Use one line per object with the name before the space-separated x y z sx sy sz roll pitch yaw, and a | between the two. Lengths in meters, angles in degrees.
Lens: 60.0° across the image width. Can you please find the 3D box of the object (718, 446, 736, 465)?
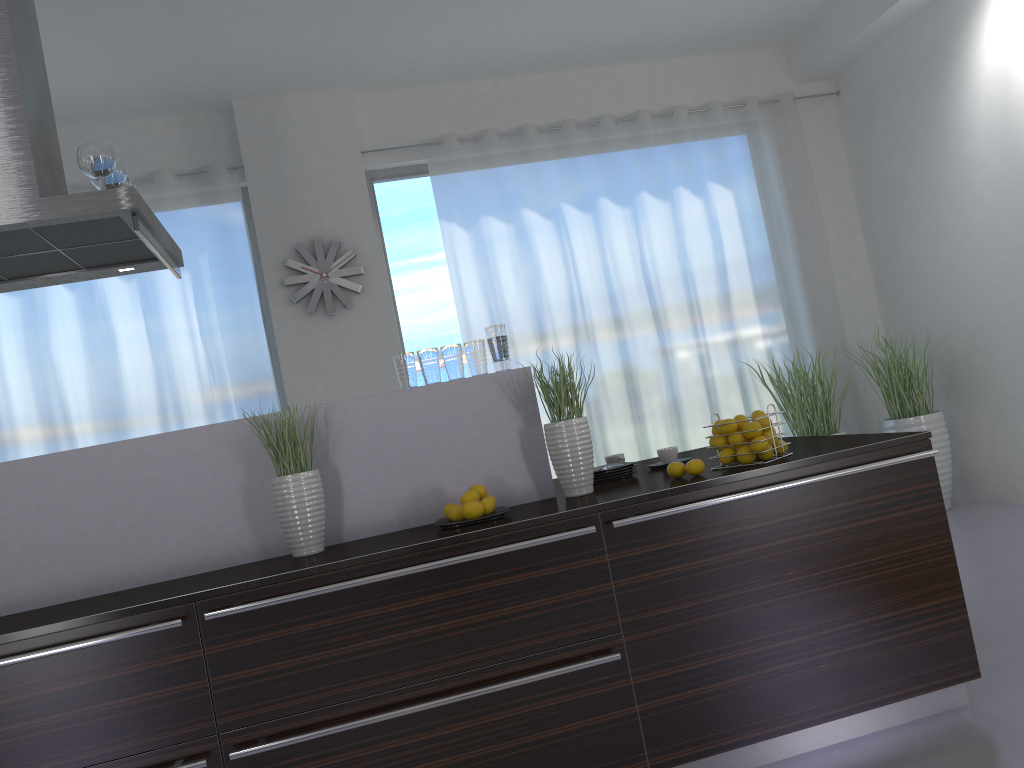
object | 0.687 0.228 2.825 0.060 0.057 0.052 -11 -2 -10

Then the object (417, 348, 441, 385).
object | -0.273 -0.056 2.968 0.072 0.119 0.071 -12 -3 28

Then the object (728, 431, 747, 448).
object | 0.712 0.176 2.804 0.062 0.053 0.052 -9 -3 -40

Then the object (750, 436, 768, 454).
object | 0.767 0.188 2.749 0.061 0.054 0.052 -9 -3 -35

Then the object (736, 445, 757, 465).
object | 0.738 0.223 2.792 0.064 0.063 0.074 -11 -2 8

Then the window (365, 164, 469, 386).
window | 0.639 -0.490 6.379 3.000 2.500 0.100 -11 -2 -12

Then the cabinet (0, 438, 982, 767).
cabinet | -0.338 0.909 2.995 3.285 0.852 1.377 -11 -2 -12

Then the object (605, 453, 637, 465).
object | 0.411 0.316 3.517 0.153 0.069 0.153 -12 -3 21

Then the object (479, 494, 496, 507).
object | -0.075 0.370 2.751 0.051 0.053 0.063 -12 -3 28

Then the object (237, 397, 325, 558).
object | -0.662 0.266 2.659 0.269 0.502 0.247 -11 -2 -12

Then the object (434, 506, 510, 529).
object | -0.120 0.408 2.692 0.232 0.020 0.232 -11 -2 -3

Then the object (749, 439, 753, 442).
object | 0.782 0.177 2.817 0.051 0.053 0.062 -11 -2 -4

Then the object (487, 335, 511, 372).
object | -0.040 -0.100 3.018 0.072 0.119 0.071 -12 -3 28

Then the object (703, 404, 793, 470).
object | 0.753 0.164 2.845 0.207 0.174 0.189 -13 -3 43

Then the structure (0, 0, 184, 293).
structure | -1.866 -0.986 3.205 0.981 1.231 0.915 -11 -2 -12

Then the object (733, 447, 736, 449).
object | 0.745 0.226 2.926 0.053 0.053 0.061 -13 -3 33

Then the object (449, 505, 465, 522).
object | -0.161 0.391 2.679 0.063 0.051 0.053 -11 -2 -8

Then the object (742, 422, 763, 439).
object | 0.753 0.145 2.777 0.061 0.052 0.053 -11 -2 1

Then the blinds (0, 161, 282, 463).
blinds | -3.045 0.375 5.340 3.245 3.112 0.120 -11 -2 -12

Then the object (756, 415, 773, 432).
object | 0.798 0.126 2.811 0.051 0.053 0.063 -11 -2 1

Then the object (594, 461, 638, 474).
object | 0.140 0.289 3.290 0.646 0.147 0.269 -12 -2 13

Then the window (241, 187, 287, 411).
window | -2.968 0.180 5.600 3.000 2.500 0.100 -11 -2 -12

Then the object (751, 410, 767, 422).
object | 0.803 0.114 2.878 0.050 0.060 0.059 -11 -2 -12

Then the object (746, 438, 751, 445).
object | 0.786 0.197 2.905 0.052 0.053 0.062 -12 -3 25

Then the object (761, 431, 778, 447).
object | 0.809 0.175 2.803 0.061 0.055 0.051 -10 -3 -33

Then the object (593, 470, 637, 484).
object | 0.337 0.344 3.244 0.232 0.020 0.232 -11 -2 -3

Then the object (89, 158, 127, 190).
object | -1.433 -0.690 3.169 0.125 0.221 0.125 -12 -2 13

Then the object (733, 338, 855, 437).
object | 2.000 0.326 5.807 0.713 1.334 0.656 -11 -2 -12

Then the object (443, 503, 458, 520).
object | -0.181 0.393 2.732 0.061 0.054 0.052 -13 -3 35

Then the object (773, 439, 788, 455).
object | 0.855 0.204 2.844 0.053 0.052 0.062 -12 -3 27

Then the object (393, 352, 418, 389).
object | -0.351 -0.042 2.951 0.071 0.119 0.072 -13 -3 38

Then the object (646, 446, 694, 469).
object | 0.586 0.274 3.311 0.153 0.069 0.153 -9 -3 -38

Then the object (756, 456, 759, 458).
object | 0.801 0.217 2.863 0.050 0.055 0.061 -13 -3 34

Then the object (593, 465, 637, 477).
object | 0.334 0.324 3.245 0.232 0.020 0.232 -11 -2 -9

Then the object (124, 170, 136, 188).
object | -1.461 -0.678 3.312 0.125 0.221 0.125 -12 -2 13

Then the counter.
counter | -0.381 0.690 3.015 3.291 1.300 1.302 -11 -2 -12

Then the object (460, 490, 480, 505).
object | -0.128 0.347 2.689 0.061 0.047 0.053 -11 -2 -9

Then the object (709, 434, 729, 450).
object | 0.663 0.186 2.840 0.053 0.051 0.063 -9 -3 -43

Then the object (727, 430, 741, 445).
object | 0.716 0.174 2.860 0.064 0.053 0.051 -11 -2 -9

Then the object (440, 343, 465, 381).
object | -0.196 -0.071 2.984 0.072 0.119 0.071 -12 -3 28

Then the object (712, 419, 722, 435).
object | 0.673 0.145 2.865 0.052 0.060 0.057 -10 -3 -24

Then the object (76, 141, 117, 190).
object | -1.401 -0.702 3.015 0.125 0.221 0.125 -12 -2 13

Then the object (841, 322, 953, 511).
object | 2.629 0.210 5.975 0.656 1.334 0.713 -10 -3 -27

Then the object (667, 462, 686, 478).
object | 0.521 0.271 2.805 0.053 0.051 0.063 -9 -3 -43

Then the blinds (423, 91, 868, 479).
blinds | 1.059 -0.387 6.226 2.830 3.112 0.120 -11 -2 -12

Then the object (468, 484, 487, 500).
object | -0.107 0.334 2.737 0.063 0.048 0.053 -13 -3 44

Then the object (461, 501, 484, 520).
object | -0.118 0.377 2.641 0.070 0.058 0.060 -10 -2 -13

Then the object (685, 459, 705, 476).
object | 0.571 0.260 2.766 0.063 0.051 0.053 -11 -2 -8

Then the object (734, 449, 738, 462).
object | 0.710 0.232 2.878 0.061 0.053 0.053 -12 -3 30

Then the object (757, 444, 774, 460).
object | 0.795 0.213 2.782 0.051 0.053 0.063 -11 -2 -4

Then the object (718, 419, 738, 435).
object | 0.685 0.136 2.814 0.063 0.051 0.053 -13 -3 35

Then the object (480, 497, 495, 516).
object | -0.079 0.373 2.693 0.061 0.054 0.052 -9 -3 -35

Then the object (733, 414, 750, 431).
object | 0.735 0.124 2.844 0.051 0.053 0.063 -11 -2 -11

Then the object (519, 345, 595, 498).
object | 0.189 0.109 2.868 0.247 0.502 0.269 -12 -3 31

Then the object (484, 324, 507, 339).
object | -0.048 -0.138 3.019 0.072 0.119 0.071 -12 -3 28

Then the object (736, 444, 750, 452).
object | 0.748 0.217 2.834 0.057 0.060 0.052 -11 -2 -6

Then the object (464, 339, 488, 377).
object | -0.118 -0.085 3.001 0.072 0.119 0.071 -12 -3 28

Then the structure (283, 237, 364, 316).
structure | -1.204 -0.692 5.679 0.505 0.505 0.076 -11 -2 -12

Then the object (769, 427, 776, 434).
object | 0.824 0.159 2.860 0.053 0.054 0.061 -13 -3 34

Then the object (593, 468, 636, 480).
object | 0.335 0.334 3.245 0.232 0.020 0.232 -11 -2 -3
